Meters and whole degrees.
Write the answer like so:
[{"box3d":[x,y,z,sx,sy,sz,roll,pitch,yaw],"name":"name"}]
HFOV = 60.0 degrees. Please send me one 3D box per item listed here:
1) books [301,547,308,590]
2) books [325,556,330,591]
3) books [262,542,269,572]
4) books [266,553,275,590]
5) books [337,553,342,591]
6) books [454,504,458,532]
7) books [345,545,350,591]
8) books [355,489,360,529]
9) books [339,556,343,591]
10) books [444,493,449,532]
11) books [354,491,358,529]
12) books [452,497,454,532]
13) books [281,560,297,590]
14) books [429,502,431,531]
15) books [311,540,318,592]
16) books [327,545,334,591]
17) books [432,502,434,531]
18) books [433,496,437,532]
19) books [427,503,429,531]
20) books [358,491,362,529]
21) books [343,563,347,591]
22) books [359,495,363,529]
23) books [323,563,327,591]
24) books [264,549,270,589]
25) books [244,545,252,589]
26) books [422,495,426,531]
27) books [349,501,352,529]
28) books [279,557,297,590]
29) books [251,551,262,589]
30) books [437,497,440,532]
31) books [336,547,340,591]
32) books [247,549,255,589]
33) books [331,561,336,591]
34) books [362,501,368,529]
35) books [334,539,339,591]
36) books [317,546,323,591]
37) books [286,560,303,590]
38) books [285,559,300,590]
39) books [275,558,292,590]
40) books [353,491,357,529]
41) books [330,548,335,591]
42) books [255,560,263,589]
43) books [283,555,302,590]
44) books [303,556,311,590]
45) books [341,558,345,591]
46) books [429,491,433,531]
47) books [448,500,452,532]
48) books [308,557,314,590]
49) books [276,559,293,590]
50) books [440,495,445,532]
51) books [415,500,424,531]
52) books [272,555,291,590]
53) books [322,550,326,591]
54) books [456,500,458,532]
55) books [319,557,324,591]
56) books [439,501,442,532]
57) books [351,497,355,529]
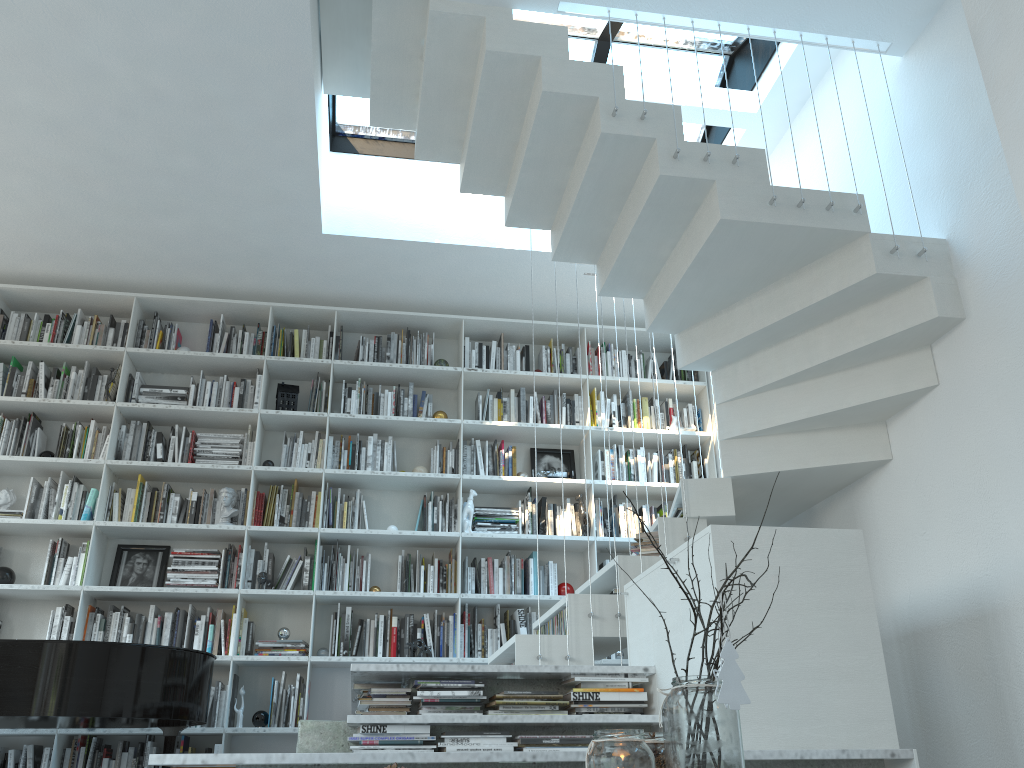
[{"box3d":[-1.252,1.139,5.339,0.013,0.284,0.139,3,-24,-9],"name":"books"},{"box3d":[-1.113,1.172,5.358,0.011,0.238,0.137,3,-24,-9],"name":"books"},{"box3d":[-1.479,1.115,5.303,0.013,0.305,0.141,3,-24,-9],"name":"books"},{"box3d":[-1.444,1.147,5.306,0.035,0.247,0.141,3,-24,-9],"name":"books"},{"box3d":[-1.043,1.163,5.352,0.013,0.247,0.166,3,-24,-9],"name":"books"},{"box3d":[-0.365,0.886,5.603,0.023,0.211,0.165,3,-24,-9],"name":"books"},{"box3d":[-0.993,1.142,5.365,0.014,0.295,0.176,3,-24,-9],"name":"books"},{"box3d":[-0.964,0.818,5.525,0.013,0.286,0.159,3,-24,-9],"name":"books"},{"box3d":[-1.030,1.170,5.340,0.011,0.225,0.189,3,-24,-9],"name":"books"},{"box3d":[-0.416,0.847,5.589,0.012,0.272,0.184,3,-24,-9],"name":"books"},{"box3d":[-0.973,0.823,5.521,0.006,0.272,0.167,3,-24,-9],"name":"books"},{"box3d":[-0.379,0.861,5.595,0.011,0.251,0.170,3,-24,-9],"name":"books"},{"box3d":[-1.334,1.170,5.309,0.090,0.211,0.144,3,-24,-9],"name":"books"},{"box3d":[-0.523,0.871,5.572,0.013,0.218,0.188,3,-24,-9],"name":"books"},{"box3d":[-1.187,1.120,5.345,0.014,0.323,0.183,3,-24,-9],"name":"books"},{"box3d":[-1.097,1.141,5.359,0.018,0.294,0.178,3,-24,-9],"name":"books"},{"box3d":[-0.503,0.874,5.593,0.007,0.229,0.147,3,-24,-9],"name":"books"},{"box3d":[-0.489,0.853,5.588,0.018,0.262,0.165,3,-24,-9],"name":"books"},{"box3d":[-0.532,0.874,5.569,0.006,0.209,0.189,3,-24,-9],"name":"books"},{"box3d":[-0.959,0.829,5.567,0.011,0.299,0.089,3,-24,-9],"name":"books"},{"box3d":[-1.006,1.192,5.343,0.013,0.185,0.184,3,-24,-9],"name":"books"},{"box3d":[-0.943,0.837,5.529,0.007,0.253,0.161,3,-24,-9],"name":"books"},{"box3d":[-1.124,1.191,5.338,0.015,0.187,0.169,3,-24,-9],"name":"books"},{"box3d":[-1.468,1.138,5.305,0.012,0.264,0.158,3,-24,-9],"name":"books"},{"box3d":[-1.570,1.123,5.293,0.012,0.284,0.160,3,-24,-9],"name":"books"},{"box3d":[-0.554,0.851,5.582,0.021,0.263,0.175,3,-24,-9],"name":"books"},{"box3d":[-1.000,0.847,5.497,0.007,0.211,0.159,3,-24,-9],"name":"books"},{"box3d":[-1.346,1.165,5.314,0.095,0.225,0.144,3,-24,-9],"name":"books"},{"box3d":[-1.526,1.138,5.290,0.028,0.252,0.143,3,-24,-9],"name":"books"},{"box3d":[-0.473,0.856,5.591,0.015,0.258,0.153,3,-24,-9],"name":"books"},{"box3d":[-1.052,1.145,5.355,0.005,0.282,0.159,3,-24,-9],"name":"books"},{"box3d":[-1.553,1.134,5.291,0.024,0.262,0.154,3,-24,-9],"name":"books"},{"box3d":[-1.076,1.186,5.350,0.013,0.203,0.154,3,-24,-9],"name":"books"},{"box3d":[-0.909,0.849,5.500,0.051,0.209,0.177,3,-24,-9],"name":"books"},{"box3d":[-1.069,1.128,5.387,0.007,0.340,0.150,3,-24,-9],"name":"books"},{"box3d":[-1.162,1.142,5.363,0.014,0.297,0.148,3,-24,-9],"name":"books"},{"box3d":[-1.302,1.175,5.310,0.091,0.204,0.170,3,-24,-9],"name":"books"},{"box3d":[-1.316,1.173,5.320,0.090,0.214,0.140,3,-24,-9],"name":"books"},{"box3d":[-1.368,1.163,5.304,0.088,0.219,0.139,3,-24,-9],"name":"books"},{"box3d":[-0.978,0.822,5.514,0.006,0.269,0.179,3,-24,-9],"name":"books"},{"box3d":[-1.085,1.148,5.357,0.006,0.280,0.156,3,-24,-9],"name":"books"},{"box3d":[-1.495,1.160,5.264,0.027,0.191,0.183,3,-24,-9],"name":"books"},{"box3d":[-1.319,1.157,5.316,0.094,0.237,0.150,3,-24,-9],"name":"books"},{"box3d":[-1.228,1.161,5.311,0.029,0.222,0.171,3,-24,-9],"name":"books"},{"box3d":[-1.020,1.179,5.352,0.013,0.217,0.161,3,-24,-9],"name":"books"},{"box3d":[-0.513,0.843,5.604,0.013,0.294,0.154,3,-24,-9],"name":"books"},{"box3d":[-0.394,0.871,5.607,0.013,0.243,0.159,3,-24,-9],"name":"books"},{"box3d":[-1.205,1.165,5.326,0.021,0.225,0.149,3,-24,-9],"name":"books"},{"box3d":[-1.358,1.163,5.290,0.089,0.209,0.176,3,-24,-9],"name":"books"},{"box3d":[-0.442,0.854,5.606,0.032,0.273,0.155,3,-24,-9],"name":"books"},{"box3d":[-0.592,0.863,5.578,0.056,0.240,0.154,3,-24,-9],"name":"books"},{"box3d":[-1.374,1.152,5.287,0.095,0.227,0.191,3,-24,-9],"name":"books"},{"box3d":[-1.135,1.150,5.342,0.010,0.265,0.158,3,-24,-9],"name":"books"},{"box3d":[-0.347,0.868,5.604,0.010,0.244,0.159,3,-24,-9],"name":"books"},{"box3d":[-1.146,1.170,5.339,0.012,0.225,0.147,3,-24,-9],"name":"books"},{"box3d":[-0.458,0.870,5.579,0.012,0.223,0.179,3,-24,-9],"name":"books"},{"box3d":[-0.990,0.838,5.515,0.017,0.241,0.133,3,-24,-9],"name":"books"}]
